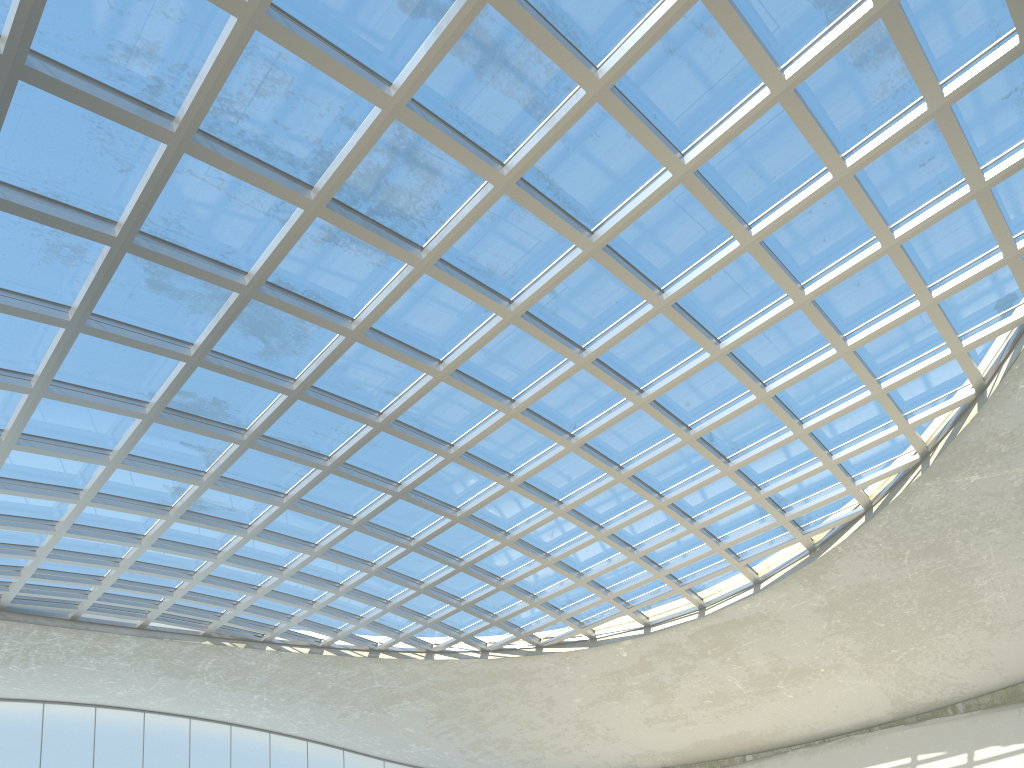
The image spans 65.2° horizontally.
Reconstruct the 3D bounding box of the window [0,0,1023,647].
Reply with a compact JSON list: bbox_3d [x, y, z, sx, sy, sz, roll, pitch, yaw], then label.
[{"bbox_3d":[-9.746,5.265,45.884,83.703,9.726,85.547,27,-45,-37],"label":"window"}]
